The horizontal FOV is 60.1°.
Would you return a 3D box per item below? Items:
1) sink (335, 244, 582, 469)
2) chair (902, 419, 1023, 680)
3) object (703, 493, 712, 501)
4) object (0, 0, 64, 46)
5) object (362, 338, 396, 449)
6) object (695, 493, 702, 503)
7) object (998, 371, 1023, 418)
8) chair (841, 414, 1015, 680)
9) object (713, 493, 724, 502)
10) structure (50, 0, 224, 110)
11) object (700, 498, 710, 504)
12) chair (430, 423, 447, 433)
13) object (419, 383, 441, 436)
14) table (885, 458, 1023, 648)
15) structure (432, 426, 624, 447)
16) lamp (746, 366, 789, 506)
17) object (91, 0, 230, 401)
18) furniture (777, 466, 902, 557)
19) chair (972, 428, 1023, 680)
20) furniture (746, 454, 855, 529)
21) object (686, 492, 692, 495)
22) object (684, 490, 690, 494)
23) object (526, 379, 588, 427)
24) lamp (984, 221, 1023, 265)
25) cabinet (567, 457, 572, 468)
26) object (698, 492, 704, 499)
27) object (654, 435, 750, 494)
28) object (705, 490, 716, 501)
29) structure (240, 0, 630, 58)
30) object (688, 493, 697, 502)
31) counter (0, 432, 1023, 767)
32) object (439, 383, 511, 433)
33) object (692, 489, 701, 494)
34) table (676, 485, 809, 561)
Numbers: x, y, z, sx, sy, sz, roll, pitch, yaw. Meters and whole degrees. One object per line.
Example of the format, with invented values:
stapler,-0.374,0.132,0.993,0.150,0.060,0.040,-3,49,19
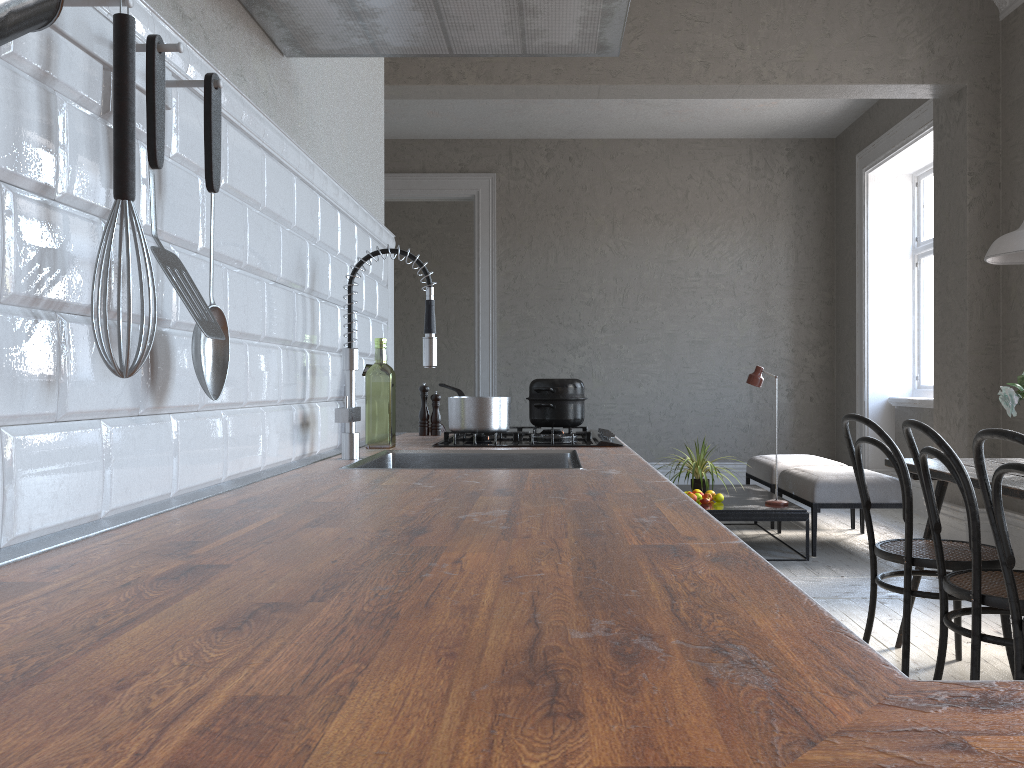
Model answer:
sink,-0.117,0.055,1.935,0.528,0.720,0.486,0,0,1
chair,1.408,0.561,2.522,0.546,0.920,0.440,0,0,9
object,1.198,0.697,5.429,0.058,0.058,0.058,0,0,-16
object,-0.433,-0.331,0.699,0.107,0.161,0.138,0,0,19
object,-0.347,0.024,2.276,0.089,0.282,0.082,0,0,2
object,1.135,0.696,5.420,0.063,0.058,0.060,0,0,-44
object,1.690,0.081,2.783,0.312,0.414,0.251,0,0,-1
chair,1.428,0.561,3.056,0.550,0.920,0.437,0,0,-1
object,1.270,0.698,5.430,0.069,0.055,0.058,0,0,-31
structure,-0.460,-0.403,0.675,0.094,0.053,1.086,0,0,3
object,1.166,0.706,5.359,0.064,0.039,0.066,0,0,7
chair,-0.128,0.664,6.611,1.016,0.721,0.507,0,0,1
object,-0.260,0.079,2.807,0.073,0.167,0.036,0,0,1
table,1.855,0.653,2.505,0.904,0.735,1.921,0,0,2
structure,0.055,0.147,2.580,0.496,0.031,0.606,0,0,2
lamp,1.551,0.307,5.375,0.246,0.839,0.141,0,0,37
object,-0.393,-0.198,1.068,0.081,0.443,0.329,0,0,3
furniture,2.076,0.777,5.609,0.583,0.476,0.828,0,0,2
chair,1.367,0.561,2.038,0.550,0.920,0.437,0,0,-1
furniture,2.121,0.777,6.593,0.583,0.476,0.828,0,0,2
object,1.097,0.696,5.468,0.057,0.058,0.058,0,0,-8
object,1.095,0.694,5.532,0.060,0.063,0.063,0,0,33
object,0.138,0.057,2.723,0.193,0.147,0.190,0,0,-19
lamp,1.835,-1.362,3.049,0.371,1.858,0.387,0,0,39
cabinet,0.605,0.589,1.134,2.030,0.854,4.106,0,0,-42
object,1.164,0.697,5.484,0.058,0.056,0.060,0,0,-12
object,1.201,0.524,5.768,0.722,0.420,0.671,0,0,19
object,1.230,0.692,5.493,0.067,0.066,0.071,0,0,6
structure,-0.144,-1.493,1.537,0.712,1.595,0.712,0,0,1
object,1.090,0.695,5.375,0.060,0.062,0.063,0,0,-17
counter,1.063,0.178,1.279,3.160,0.039,3.392,0,0,1
object,-0.142,0.065,2.495,0.297,0.134,0.178,0,0,36
object,1.163,0.692,5.554,0.070,0.066,0.071,0,0,16
table,1.312,0.876,5.738,0.849,0.303,1.311,0,0,2
